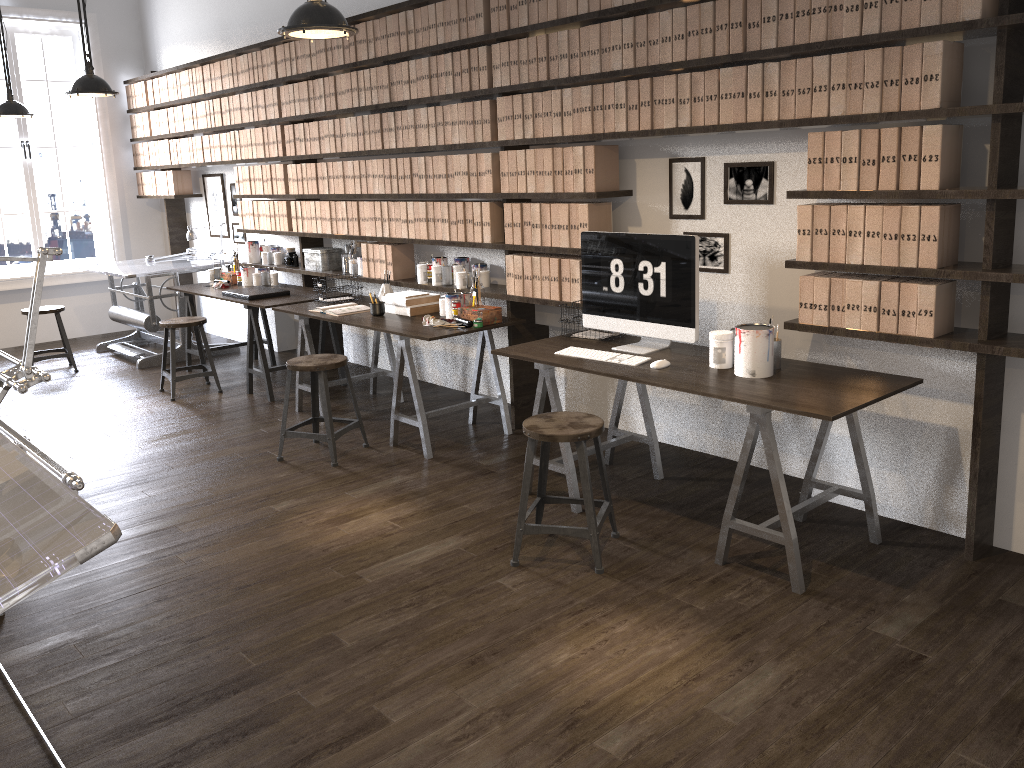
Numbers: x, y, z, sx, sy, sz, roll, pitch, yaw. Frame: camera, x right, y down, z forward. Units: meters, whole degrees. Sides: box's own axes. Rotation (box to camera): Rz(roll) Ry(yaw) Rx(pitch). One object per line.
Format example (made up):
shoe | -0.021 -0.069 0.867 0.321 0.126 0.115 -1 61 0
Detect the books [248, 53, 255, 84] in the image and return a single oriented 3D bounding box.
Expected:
books | -1.889 -2.375 6.681 0.175 0.223 0.067 -13 15 -40

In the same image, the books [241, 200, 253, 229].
books | -2.079 -1.369 7.152 0.175 0.223 0.067 -13 15 -40

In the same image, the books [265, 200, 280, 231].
books | -1.805 -1.304 6.841 0.175 0.223 0.067 -13 15 -41

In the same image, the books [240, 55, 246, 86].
books | -1.983 -2.398 6.790 0.175 0.223 0.067 -13 15 -41

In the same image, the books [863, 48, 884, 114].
books | 1.353 -1.099 3.226 0.175 0.223 0.067 -13 15 -40

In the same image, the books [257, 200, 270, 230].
books | -1.894 -1.327 6.951 0.175 0.223 0.067 -13 15 -40

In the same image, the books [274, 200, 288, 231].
books | -1.711 -1.284 6.744 0.175 0.223 0.067 -13 15 -41

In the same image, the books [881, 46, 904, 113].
books | 1.403 -1.089 3.180 0.175 0.223 0.067 -13 15 -41

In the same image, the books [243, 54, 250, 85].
books | -1.937 -2.386 6.734 0.175 0.223 0.067 -13 15 -41

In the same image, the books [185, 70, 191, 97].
books | -2.680 -2.559 7.555 0.175 0.223 0.067 -13 15 -40

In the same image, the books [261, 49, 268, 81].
books | -1.745 -2.345 6.533 0.175 0.223 0.067 -13 15 -41

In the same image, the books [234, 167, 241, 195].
books | -2.142 -1.643 7.153 0.175 0.223 0.067 -13 15 -41

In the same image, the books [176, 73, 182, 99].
books | -2.818 -2.592 7.715 0.175 0.223 0.067 -13 15 -41

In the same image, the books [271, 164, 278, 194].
books | -1.717 -1.546 6.691 0.175 0.223 0.067 -13 15 -41

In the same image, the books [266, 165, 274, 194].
books | -1.770 -1.557 6.742 0.175 0.223 0.067 -13 15 -40

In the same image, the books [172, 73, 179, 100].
books | -2.867 -2.603 7.764 0.175 0.223 0.067 -13 15 -40

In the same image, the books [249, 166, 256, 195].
books | -1.959 -1.602 6.957 0.175 0.223 0.067 -13 15 -40

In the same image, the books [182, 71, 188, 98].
books | -2.726 -2.570 7.611 0.175 0.223 0.067 -13 15 -40

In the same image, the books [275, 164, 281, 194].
books | -1.668 -1.534 6.634 0.175 0.223 0.067 -13 15 -40

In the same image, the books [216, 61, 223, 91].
books | -2.260 -2.461 7.091 0.175 0.223 0.067 -13 15 -41

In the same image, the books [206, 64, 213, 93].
books | -2.398 -2.494 7.246 0.175 0.223 0.067 -13 15 -41

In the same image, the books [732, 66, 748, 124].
books | 0.982 -1.185 3.635 0.175 0.223 0.067 -13 15 -41

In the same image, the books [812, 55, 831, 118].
books | 1.220 -1.130 3.375 0.175 0.223 0.067 -13 15 -40

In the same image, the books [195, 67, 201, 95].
books | -2.541 -2.529 7.411 0.175 0.223 0.067 -13 15 -41

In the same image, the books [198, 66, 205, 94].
books | -2.496 -2.516 7.353 0.175 0.223 0.067 -13 15 -40

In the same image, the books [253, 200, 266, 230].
books | -1.942 -1.338 7.001 0.175 0.223 0.067 -13 15 -40

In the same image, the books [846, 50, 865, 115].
books | 1.312 -1.110 3.278 0.175 0.223 0.067 -13 15 -41

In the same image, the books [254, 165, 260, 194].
books | -1.911 -1.591 6.905 0.175 0.223 0.067 -13 15 -40

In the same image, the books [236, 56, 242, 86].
books | -2.027 -2.410 6.844 0.175 0.223 0.067 -13 15 -40

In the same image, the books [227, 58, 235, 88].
books | -2.124 -2.430 6.943 0.175 0.223 0.067 -13 15 -41

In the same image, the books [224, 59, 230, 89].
books | -2.171 -2.442 6.998 0.175 0.223 0.067 -13 15 -40

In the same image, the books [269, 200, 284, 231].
books | -1.757 -1.293 6.788 0.175 0.223 0.067 -13 15 -40

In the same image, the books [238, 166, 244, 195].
books | -2.092 -1.632 7.101 0.175 0.223 0.067 -13 15 -40

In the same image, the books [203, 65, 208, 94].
books | -2.442 -2.506 7.302 0.175 0.223 0.067 -13 15 -41

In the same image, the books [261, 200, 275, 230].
books | -1.851 -1.316 6.897 0.175 0.223 0.067 -13 15 -41

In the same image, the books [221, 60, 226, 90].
books | -2.212 -2.452 7.045 0.175 0.223 0.067 -13 15 -40

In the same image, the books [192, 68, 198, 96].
books | -2.587 -2.539 7.458 0.175 0.223 0.067 -13 15 -40

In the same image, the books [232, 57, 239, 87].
books | -2.074 -2.420 6.894 0.175 0.223 0.067 -13 15 -40

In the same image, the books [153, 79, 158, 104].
books | -3.185 -2.678 8.123 0.175 0.223 0.067 -13 15 -40

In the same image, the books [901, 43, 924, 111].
books | 1.450 -1.078 3.128 0.175 0.223 0.067 -13 15 -41

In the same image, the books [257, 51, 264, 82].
books | -1.793 -2.355 6.583 0.175 0.223 0.067 -13 15 -41

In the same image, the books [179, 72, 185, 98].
books | -2.770 -2.582 7.665 0.175 0.223 0.067 -13 15 -41

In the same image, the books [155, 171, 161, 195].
books | -3.278 -1.906 8.408 0.175 0.223 0.067 -13 15 -40

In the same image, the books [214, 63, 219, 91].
books | -2.300 -2.473 7.144 0.175 0.223 0.067 -13 15 -40

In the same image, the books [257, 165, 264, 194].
books | -1.867 -1.580 6.850 0.175 0.223 0.067 -13 15 -41

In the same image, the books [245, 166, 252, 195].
books | -2.008 -1.612 7.003 0.175 0.223 0.067 -13 15 -41

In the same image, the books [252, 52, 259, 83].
books | -1.844 -2.366 6.637 0.175 0.223 0.067 -13 15 -41

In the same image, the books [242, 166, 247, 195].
books | -2.049 -1.623 7.055 0.175 0.223 0.067 -13 15 -40

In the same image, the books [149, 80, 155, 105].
books | -3.239 -2.689 8.174 0.175 0.223 0.067 -13 15 -41

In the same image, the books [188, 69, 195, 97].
books | -2.632 -2.547 7.502 0.175 0.223 0.067 -13 15 -41

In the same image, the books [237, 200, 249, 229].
books | -2.127 -1.379 7.198 0.175 0.223 0.067 -13 15 -41

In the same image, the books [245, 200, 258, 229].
books | -2.039 -1.359 7.104 0.175 0.223 0.067 -13 15 -40

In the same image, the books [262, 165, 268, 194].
books | -1.816 -1.570 6.801 0.175 0.223 0.067 -13 15 -41

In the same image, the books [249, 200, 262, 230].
books | -1.992 -1.348 7.050 0.175 0.223 0.067 -13 15 -41

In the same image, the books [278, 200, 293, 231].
books | -1.666 -1.274 6.697 0.175 0.223 0.067 -13 15 -40

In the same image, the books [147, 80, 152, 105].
books | -3.284 -2.701 8.232 0.175 0.223 0.067 -13 15 -40

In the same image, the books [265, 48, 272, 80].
books | -1.701 -2.333 6.479 0.175 0.223 0.067 -13 15 -40

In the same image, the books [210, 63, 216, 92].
books | -2.348 -2.484 7.197 0.175 0.223 0.067 -13 15 -40
